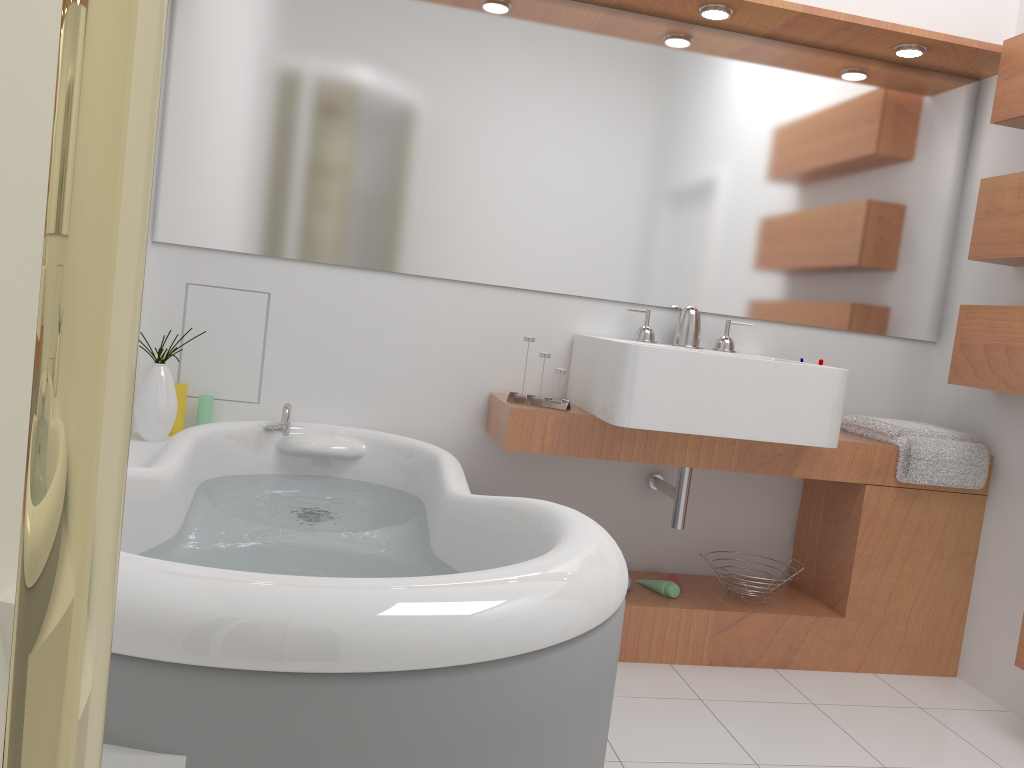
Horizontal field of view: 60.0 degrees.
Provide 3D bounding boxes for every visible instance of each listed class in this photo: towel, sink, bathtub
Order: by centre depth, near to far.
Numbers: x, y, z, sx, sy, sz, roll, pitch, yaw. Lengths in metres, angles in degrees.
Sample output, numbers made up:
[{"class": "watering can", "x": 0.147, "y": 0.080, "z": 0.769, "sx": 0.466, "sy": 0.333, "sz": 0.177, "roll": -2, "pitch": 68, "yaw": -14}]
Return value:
[{"class": "bathtub", "x": -0.456, "y": 0.453, "z": 1.819, "sx": 1.055, "sy": 0.674, "sz": 1.863, "roll": 6, "pitch": 5, "yaw": -11}, {"class": "sink", "x": 0.539, "y": 0.107, "z": 2.631, "sx": 0.657, "sy": 0.673, "sz": 0.552, "roll": 6, "pitch": 5, "yaw": -11}, {"class": "towel", "x": 1.278, "y": 0.211, "z": 2.844, "sx": 0.272, "sy": 0.140, "sz": 0.359, "roll": 6, "pitch": 5, "yaw": -11}]

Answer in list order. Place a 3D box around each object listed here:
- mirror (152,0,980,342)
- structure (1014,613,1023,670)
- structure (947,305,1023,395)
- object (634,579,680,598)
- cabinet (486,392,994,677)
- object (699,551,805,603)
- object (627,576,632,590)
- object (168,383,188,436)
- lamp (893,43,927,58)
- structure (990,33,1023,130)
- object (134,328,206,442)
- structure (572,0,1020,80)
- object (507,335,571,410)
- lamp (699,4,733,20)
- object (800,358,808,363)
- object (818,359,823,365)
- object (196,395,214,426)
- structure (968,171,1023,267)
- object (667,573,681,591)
[{"class": "mirror", "x": 0.261, "y": -0.718, "z": 2.772, "sx": 2.600, "sy": 0.887, "sz": 0.022, "roll": 6, "pitch": 5, "yaw": -11}, {"class": "structure", "x": 1.470, "y": 0.658, "z": 2.161, "sx": 0.165, "sy": 0.245, "sz": 0.417, "roll": 6, "pitch": 5, "yaw": -11}, {"class": "structure", "x": 1.516, "y": -0.069, "z": 2.319, "sx": 0.165, "sy": 0.245, "sz": 0.860, "roll": 6, "pitch": 5, "yaw": -11}, {"class": "object", "x": 0.451, "y": 0.618, "z": 2.759, "sx": 0.059, "sy": 0.052, "sz": 0.187, "roll": 5, "pitch": 5, "yaw": -27}, {"class": "cabinet", "x": 0.613, "y": 0.475, "z": 2.776, "sx": 1.635, "sy": 0.719, "sz": 0.355, "roll": 6, "pitch": 5, "yaw": -11}, {"class": "object", "x": 0.745, "y": 0.610, "z": 2.787, "sx": 0.291, "sy": 0.126, "sz": 0.291, "roll": 11, "pitch": 6, "yaw": 37}, {"class": "object", "x": 0.340, "y": 0.603, "z": 2.776, "sx": 0.059, "sy": 0.052, "sz": 0.187, "roll": 7, "pitch": 5, "yaw": 0}, {"class": "object", "x": -0.981, "y": 0.079, "z": 2.589, "sx": 0.047, "sy": 0.162, "sz": 0.047, "roll": 8, "pitch": 5, "yaw": 15}, {"class": "lamp", "x": 1.234, "y": -1.034, "z": 2.754, "sx": 0.098, "sy": 0.018, "sz": 0.098, "roll": 4, "pitch": 6, "yaw": -32}, {"class": "structure", "x": 1.613, "y": -0.852, "z": 2.255, "sx": 0.165, "sy": 0.245, "sz": 0.860, "roll": 6, "pitch": 5, "yaw": -11}, {"class": "object", "x": -0.970, "y": 0.003, "z": 2.473, "sx": 0.154, "sy": 0.326, "sz": 0.215, "roll": 9, "pitch": 5, "yaw": 20}, {"class": "structure", "x": 0.350, "y": -1.259, "z": 2.598, "sx": 2.606, "sy": 0.240, "sz": 0.287, "roll": 6, "pitch": 5, "yaw": -11}, {"class": "object", "x": 0.090, "y": -0.038, "z": 2.584, "sx": 0.182, "sy": 0.203, "sz": 0.059, "roll": 9, "pitch": 5, "yaw": 19}, {"class": "lamp", "x": 0.604, "y": -1.102, "z": 2.628, "sx": 0.098, "sy": 0.018, "sz": 0.098, "roll": 8, "pitch": 5, "yaw": 9}, {"class": "object", "x": 0.940, "y": 0.034, "z": 2.832, "sx": 0.070, "sy": 0.228, "sz": 0.016, "roll": 8, "pitch": 5, "yaw": 14}, {"class": "object", "x": 0.976, "y": 0.035, "z": 2.855, "sx": 0.016, "sy": 0.231, "sz": 0.052, "roll": 10, "pitch": 5, "yaw": 28}, {"class": "object", "x": -0.904, "y": 0.100, "z": 2.606, "sx": 0.038, "sy": 0.133, "sz": 0.038, "roll": 9, "pitch": 5, "yaw": 22}, {"class": "structure", "x": 1.563, "y": -0.446, "z": 2.288, "sx": 0.165, "sy": 0.245, "sz": 0.860, "roll": 6, "pitch": 5, "yaw": -11}, {"class": "object", "x": 0.514, "y": 0.634, "z": 2.822, "sx": 0.042, "sy": 0.037, "sz": 0.133, "roll": 8, "pitch": 5, "yaw": 8}]
